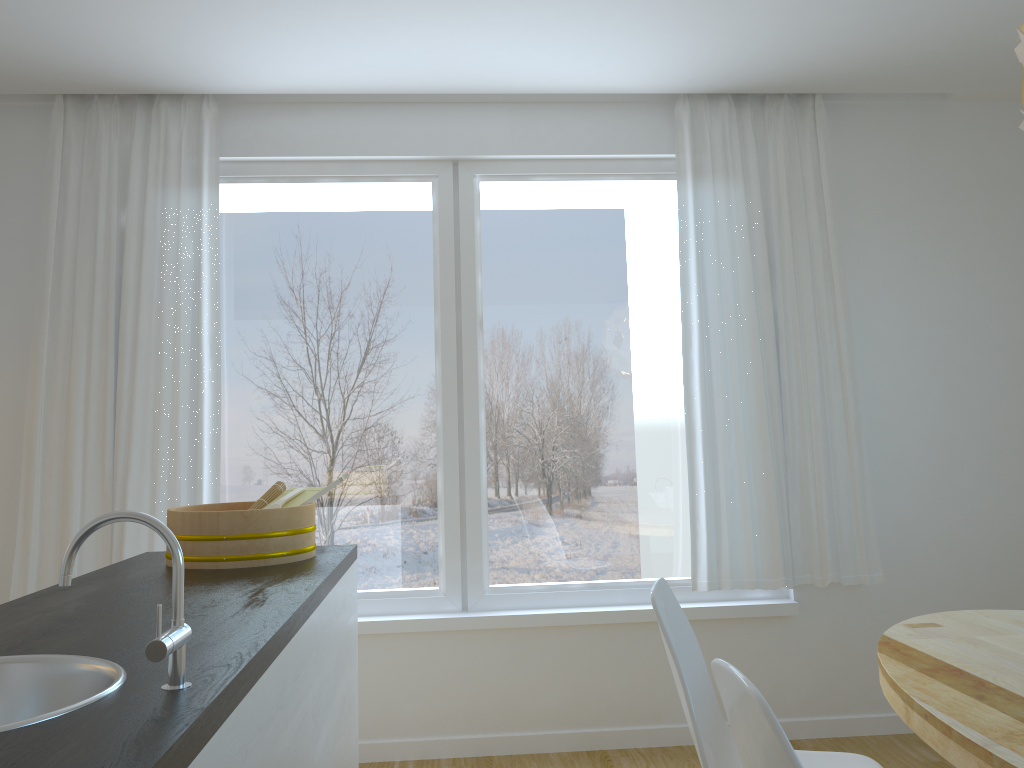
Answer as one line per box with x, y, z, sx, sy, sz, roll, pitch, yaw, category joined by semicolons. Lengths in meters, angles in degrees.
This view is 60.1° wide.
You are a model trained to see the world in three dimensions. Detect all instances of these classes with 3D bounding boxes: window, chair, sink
-0.224;-0.019;3.801;2.726;1.933;0.087;-1;-7;-4;window
0.601;0.902;1.966;0.522;0.908;0.427;-3;-7;16;chair
-0.681;0.452;1.057;0.402;0.158;0.403;-5;-5;38;sink

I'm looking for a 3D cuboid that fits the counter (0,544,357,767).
-0.670;0.418;1.378;0.600;0.040;2.386;-1;-4;-4;counter

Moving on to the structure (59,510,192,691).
-0.477;0.264;1.068;0.162;0.217;0.096;-1;-7;-4;structure

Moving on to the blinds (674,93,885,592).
1.097;-0.246;3.724;0.795;2.176;0.149;-1;-7;-4;blinds

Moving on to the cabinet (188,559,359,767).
-0.657;0.893;1.318;0.600;0.916;2.385;-1;-4;-4;cabinet

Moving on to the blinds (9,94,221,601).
-1.561;-0.182;3.536;0.795;2.176;0.149;-1;-7;-4;blinds

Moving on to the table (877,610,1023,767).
1.369;0.930;1.372;1.193;0.730;2.176;-1;-4;-5;table

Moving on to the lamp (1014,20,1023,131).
1.260;-0.842;1.601;0.647;1.143;0.634;-1;-6;-5;lamp

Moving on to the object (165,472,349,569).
-0.701;0.355;2.363;0.378;0.216;0.428;-4;-5;24;object
